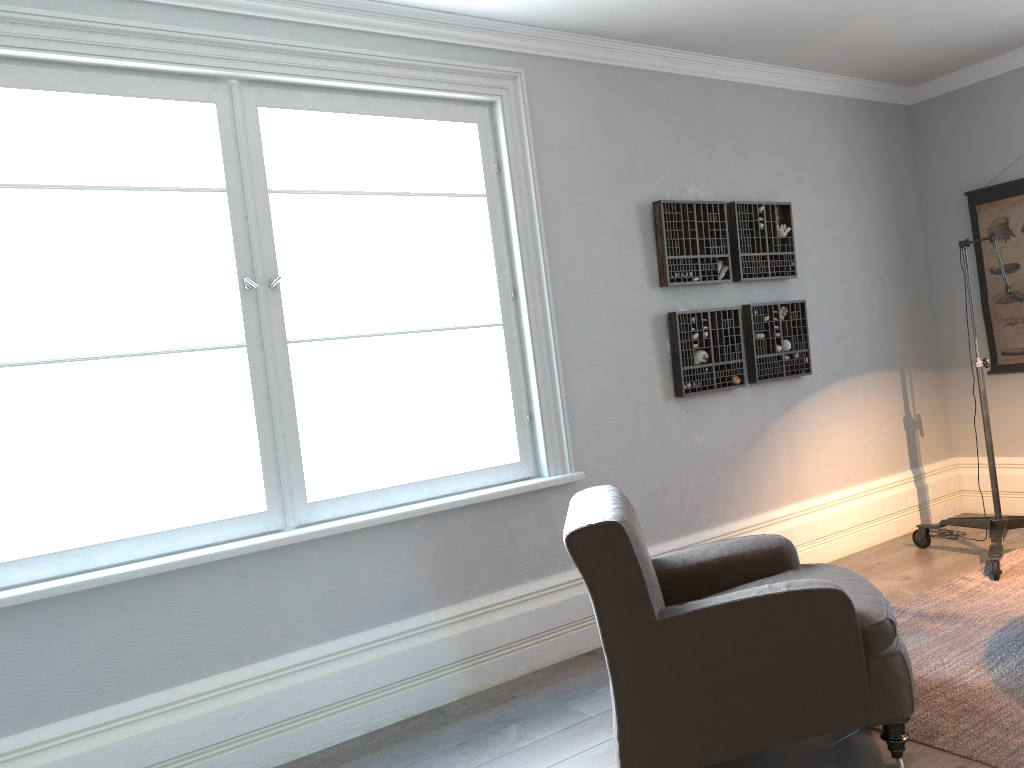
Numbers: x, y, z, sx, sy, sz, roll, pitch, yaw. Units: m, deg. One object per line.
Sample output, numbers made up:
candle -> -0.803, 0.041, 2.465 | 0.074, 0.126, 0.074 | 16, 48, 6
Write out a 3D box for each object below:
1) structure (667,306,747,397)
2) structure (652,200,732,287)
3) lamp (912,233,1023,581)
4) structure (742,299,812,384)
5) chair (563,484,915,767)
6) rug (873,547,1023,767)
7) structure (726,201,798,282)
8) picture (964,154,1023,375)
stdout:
structure -> 0.983, -0.167, 4.432 | 0.468, 0.416, 0.086 | -7, 0, -35
structure -> 0.901, -0.703, 4.440 | 0.468, 0.416, 0.099 | -7, 0, -35
lamp -> 2.527, 0.060, 4.708 | 0.797, 1.644, 1.864 | -7, 0, 2
structure -> 1.427, -0.232, 4.750 | 0.468, 0.416, 0.086 | -7, 0, -35
chair -> 0.702, 0.722, 2.832 | 0.970, 0.795, 0.807 | -7, 0, 6
rug -> 2.498, 0.850, 2.763 | 2.401, 0.090, 2.817 | -7, 0, -35
structure -> 1.348, -0.763, 4.731 | 0.468, 0.416, 0.105 | -7, 0, -35
picture -> 3.094, -0.736, 5.164 | 0.057, 1.313, 0.792 | -7, 0, -35
